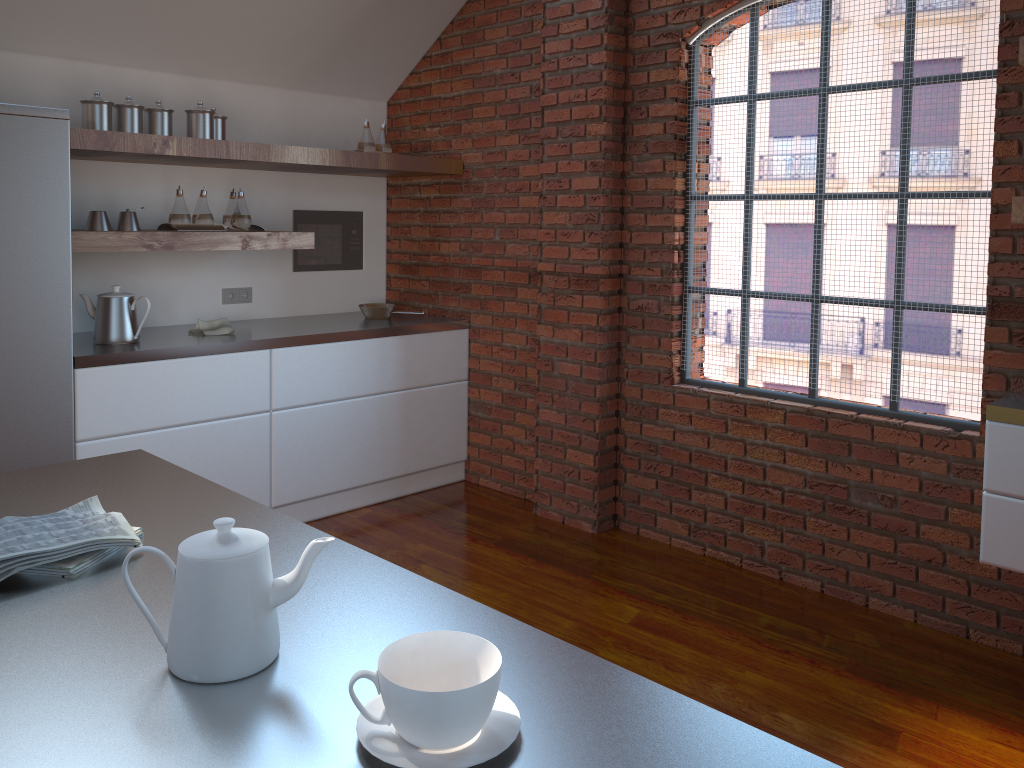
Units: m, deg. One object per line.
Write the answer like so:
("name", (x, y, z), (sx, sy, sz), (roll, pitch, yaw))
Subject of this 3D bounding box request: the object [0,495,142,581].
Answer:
("object", (-0.668, 0.223, 1.236), (0.166, 0.049, 0.234), (10, 14, 43))

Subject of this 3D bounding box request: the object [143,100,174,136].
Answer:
("object", (-1.517, -1.131, 3.778), (0.129, 0.176, 0.128), (6, 7, 39))

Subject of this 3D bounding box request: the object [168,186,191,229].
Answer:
("object", (-1.448, -0.769, 3.836), (0.093, 0.190, 0.094), (-2, 6, -33))

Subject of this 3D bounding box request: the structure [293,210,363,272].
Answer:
("structure", (-1.008, -0.790, 4.858), (0.013, 0.332, 0.459), (4, 8, 44))

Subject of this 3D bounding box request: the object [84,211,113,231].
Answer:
("object", (-1.683, -0.665, 3.580), (0.106, 0.081, 0.107), (-2, 8, -17))

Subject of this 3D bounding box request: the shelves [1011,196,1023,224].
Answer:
("shelves", (2.105, -0.416, 2.118), (1.548, 0.075, 0.339), (11, 14, 44))

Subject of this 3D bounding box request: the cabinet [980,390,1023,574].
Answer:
("cabinet", (2.093, 0.389, 2.164), (1.634, 0.471, 0.339), (10, 11, 44))

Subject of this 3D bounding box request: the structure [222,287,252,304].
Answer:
("structure", (-1.404, -0.450, 4.479), (0.033, 0.079, 0.161), (5, 9, 44))

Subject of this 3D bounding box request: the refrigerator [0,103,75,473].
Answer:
("refrigerator", (-2.167, -0.110, 3.141), (0.786, 1.759, 0.916), (5, 6, 44))

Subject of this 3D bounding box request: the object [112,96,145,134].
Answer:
("object", (-1.597, -1.111, 3.662), (0.129, 0.176, 0.128), (6, 7, 39))

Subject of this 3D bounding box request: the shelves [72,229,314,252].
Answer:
("shelves", (-1.509, -0.636, 3.870), (0.659, 0.075, 1.072), (11, 14, 43))

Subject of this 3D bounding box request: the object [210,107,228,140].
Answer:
("object", (-1.361, -1.170, 4.005), (0.129, 0.176, 0.128), (6, 7, 39))

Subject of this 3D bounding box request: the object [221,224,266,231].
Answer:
("object", (-1.272, -0.725, 4.069), (0.196, 0.032, 0.226), (-7, 13, -35))

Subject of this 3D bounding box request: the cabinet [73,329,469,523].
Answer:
("cabinet", (-1.181, 0.181, 4.228), (0.716, 0.810, 1.995), (7, 11, 44))

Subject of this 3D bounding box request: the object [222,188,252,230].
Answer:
("object", (-1.271, -0.808, 4.065), (0.094, 0.191, 0.204), (-3, 8, -36))

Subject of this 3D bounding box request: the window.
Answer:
("window", (5.138, -0.332, 2.698), (17.511, 9.829, 3.649), (7, 7, 34))

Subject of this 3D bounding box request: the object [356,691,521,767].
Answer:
("object", (-0.069, 0.322, 0.828), (0.154, 0.012, 0.156), (-2, 11, -17))

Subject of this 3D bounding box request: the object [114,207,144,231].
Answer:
("object", (-1.599, -0.688, 3.664), (0.106, 0.099, 0.107), (0, 7, -4))

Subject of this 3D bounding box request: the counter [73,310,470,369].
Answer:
("counter", (-1.174, -0.247, 4.203), (0.720, 0.044, 1.995), (11, 14, 43))

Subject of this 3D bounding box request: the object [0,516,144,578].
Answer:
("object", (-0.683, 0.231, 1.269), (0.231, 0.026, 0.167), (3, 10, 9))

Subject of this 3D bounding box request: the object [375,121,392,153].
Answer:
("object", (-0.675, -1.280, 4.603), (0.093, 0.191, 0.094), (1, 5, -2))

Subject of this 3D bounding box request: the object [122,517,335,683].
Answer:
("object", (-0.309, 0.223, 0.963), (0.198, 0.154, 0.119), (-6, 9, -39))

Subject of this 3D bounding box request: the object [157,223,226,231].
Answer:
("object", (-1.413, -0.692, 3.880), (0.196, 0.032, 0.225), (10, 14, 42))

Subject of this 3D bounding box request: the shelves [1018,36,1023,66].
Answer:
("shelves", (2.111, -0.865, 2.092), (1.548, 0.075, 0.339), (11, 14, 44))

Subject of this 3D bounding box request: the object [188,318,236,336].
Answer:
("object", (-1.359, -0.262, 3.974), (0.204, 0.061, 0.198), (-3, 11, -23))

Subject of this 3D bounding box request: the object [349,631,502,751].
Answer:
("object", (-0.071, 0.292, 0.828), (0.125, 0.069, 0.117), (6, 10, 29))

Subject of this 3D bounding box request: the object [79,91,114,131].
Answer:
("object", (-1.674, -1.091, 3.550), (0.129, 0.176, 0.128), (6, 7, 39))

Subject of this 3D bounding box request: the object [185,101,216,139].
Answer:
("object", (-1.350, -1.134, 3.810), (0.129, 0.176, 0.128), (6, 7, 39))

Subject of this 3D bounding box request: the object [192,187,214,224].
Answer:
("object", (-1.375, -0.782, 3.916), (0.093, 0.191, 0.094), (1, 5, -2))

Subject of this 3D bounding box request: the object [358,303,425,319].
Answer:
("object", (-0.649, -0.377, 4.643), (0.349, 0.073, 0.196), (5, 11, 25))

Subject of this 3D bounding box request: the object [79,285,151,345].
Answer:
("object", (-1.644, -0.289, 3.637), (0.302, 0.236, 0.183), (-1, 6, -15))

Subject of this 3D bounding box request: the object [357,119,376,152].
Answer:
("object", (-0.748, -1.267, 4.523), (0.093, 0.190, 0.094), (-2, 6, -33))

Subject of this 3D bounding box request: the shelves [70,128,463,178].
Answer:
("shelves", (-1.185, -1.071, 4.173), (0.659, 0.075, 1.989), (11, 14, 43))

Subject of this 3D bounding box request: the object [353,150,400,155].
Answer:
("object", (-0.713, -1.191, 4.567), (0.196, 0.032, 0.225), (10, 14, 42))

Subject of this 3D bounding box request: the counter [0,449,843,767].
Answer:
("counter", (-0.019, 0.476, 0.380), (3.167, 0.129, 1.030), (11, 14, 44))
